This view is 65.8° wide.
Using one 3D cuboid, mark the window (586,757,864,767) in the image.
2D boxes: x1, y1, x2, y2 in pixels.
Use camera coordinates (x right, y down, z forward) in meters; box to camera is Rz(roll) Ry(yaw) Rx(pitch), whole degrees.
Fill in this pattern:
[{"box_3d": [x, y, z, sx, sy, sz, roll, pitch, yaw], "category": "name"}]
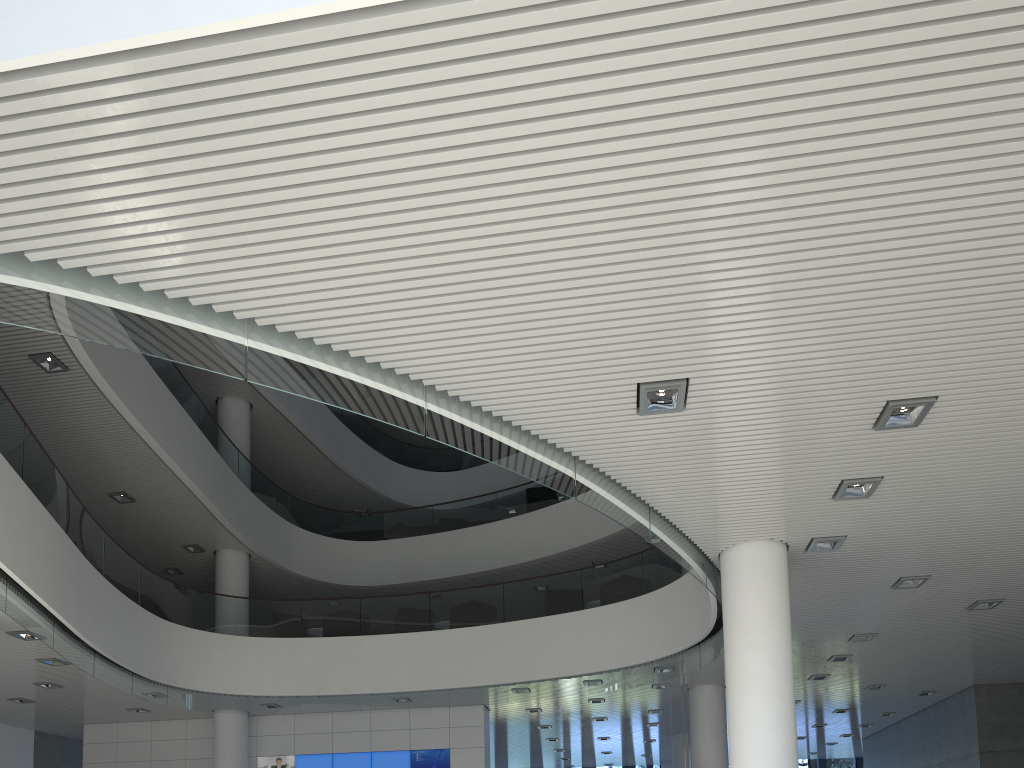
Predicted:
[{"box_3d": [2.947, 10.031, 18.088, 18.202, 2.757, 0.082, -6, -6, 8], "category": "window"}]
